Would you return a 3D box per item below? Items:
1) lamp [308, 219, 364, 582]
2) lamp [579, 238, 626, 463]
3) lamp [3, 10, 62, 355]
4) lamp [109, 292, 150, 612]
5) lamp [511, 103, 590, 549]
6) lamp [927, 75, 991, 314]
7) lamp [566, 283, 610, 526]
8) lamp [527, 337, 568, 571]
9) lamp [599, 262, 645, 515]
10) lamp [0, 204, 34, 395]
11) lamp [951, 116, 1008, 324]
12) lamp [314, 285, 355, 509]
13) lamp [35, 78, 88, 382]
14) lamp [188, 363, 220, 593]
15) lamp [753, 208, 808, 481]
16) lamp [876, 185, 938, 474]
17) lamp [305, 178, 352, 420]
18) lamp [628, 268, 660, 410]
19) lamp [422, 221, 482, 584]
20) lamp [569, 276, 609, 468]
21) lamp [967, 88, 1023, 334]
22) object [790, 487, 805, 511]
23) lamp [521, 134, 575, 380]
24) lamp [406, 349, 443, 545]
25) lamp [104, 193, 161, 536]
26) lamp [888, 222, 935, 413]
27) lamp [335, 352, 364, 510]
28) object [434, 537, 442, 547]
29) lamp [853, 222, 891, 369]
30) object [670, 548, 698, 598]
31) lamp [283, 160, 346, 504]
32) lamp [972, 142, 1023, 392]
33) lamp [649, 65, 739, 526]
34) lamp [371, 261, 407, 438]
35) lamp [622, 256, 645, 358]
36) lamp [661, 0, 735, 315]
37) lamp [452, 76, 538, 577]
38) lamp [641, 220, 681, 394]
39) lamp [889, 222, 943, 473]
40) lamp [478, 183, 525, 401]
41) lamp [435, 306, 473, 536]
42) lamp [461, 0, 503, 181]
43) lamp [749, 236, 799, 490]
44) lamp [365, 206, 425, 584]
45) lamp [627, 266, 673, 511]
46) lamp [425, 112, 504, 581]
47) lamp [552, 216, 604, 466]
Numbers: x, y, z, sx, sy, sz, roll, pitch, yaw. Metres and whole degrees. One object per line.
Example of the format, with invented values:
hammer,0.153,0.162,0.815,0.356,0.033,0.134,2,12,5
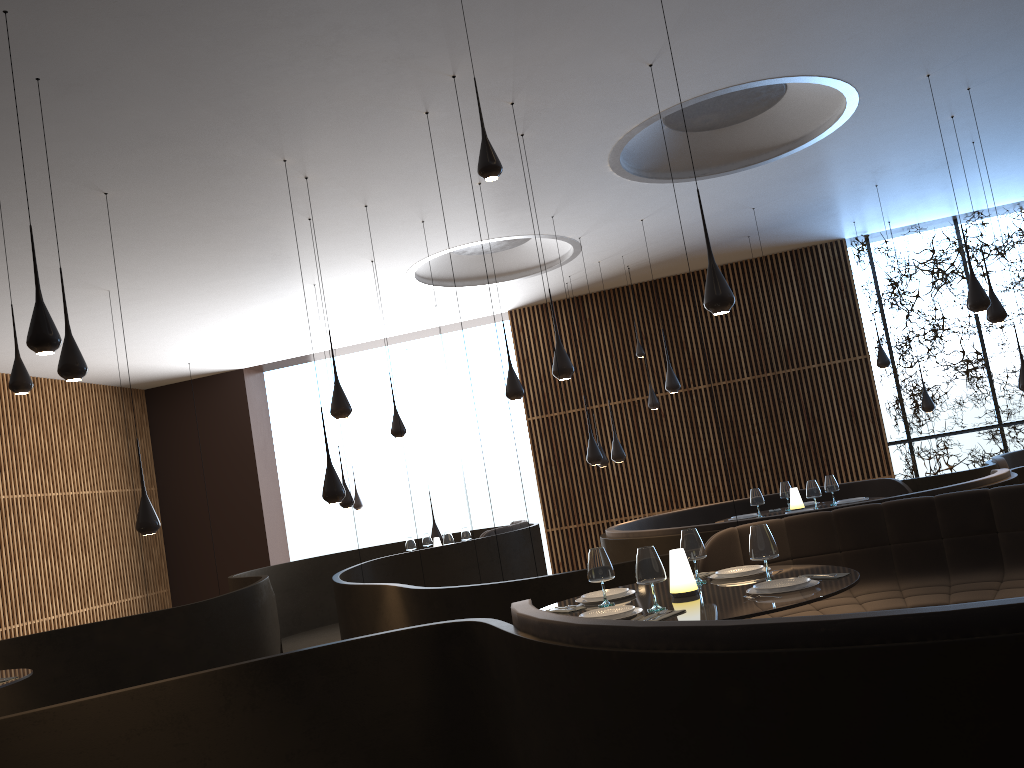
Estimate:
lamp,-1.570,1.374,8.852,0.195,6.261,0.196,-5,-7,-42
lamp,1.125,-0.454,11.410,0.195,2.954,0.196,-6,-6,-32
lamp,-2.059,-0.865,3.749,0.133,1.505,0.133,-9,-5,-2
lamp,-4.273,1.688,10.162,0.196,6.261,0.196,-12,-6,27
lamp,0.519,0.787,6.935,0.196,6.261,0.196,-14,-7,37
lamp,3.987,-1.728,7.995,0.195,2.218,0.196,-5,-7,-42
lamp,1.385,1.478,13.728,0.196,6.261,0.196,-12,-6,20
lamp,0.774,2.311,14.155,0.195,6.261,0.196,-8,-6,-12
lamp,1.794,1.283,12.700,0.196,6.261,0.196,-14,-7,40
lamp,-3.044,-0.677,5.354,0.132,1.495,0.132,-11,-6,18
lamp,4.806,-1.714,9.200,0.195,2.218,0.196,-5,-7,-42
lamp,-2.354,0.144,11.528,0.195,2.954,0.196,-5,-7,-42
lamp,-2.534,-0.871,4.921,0.153,1.732,0.153,-7,-6,-22
lamp,-3.754,2.802,11.429,0.196,6.261,0.196,-12,-6,27
lamp,3.661,0.790,11.241,0.195,6.261,0.196,-6,-6,-32
lamp,5.220,0.516,11.140,0.195,6.261,0.196,-6,-6,-32
lamp,-1.683,-0.780,7.942,0.195,2.218,0.196,-5,-7,-42
lamp,1.992,-0.702,13.610,0.196,2.218,0.196,-14,-7,37
lamp,-0.471,1.274,9.540,0.196,6.261,0.196,-11,-6,18
lamp,1.127,-0.204,13.445,0.196,2.954,0.196,-9,-5,-2
lamp,4.947,0.212,8.301,0.195,6.261,0.196,-5,-7,-42
object,2.869,1.167,8.965,0.145,0.231,0.142,-13,-7,28
lamp,0.276,-1.130,7.797,0.196,2.218,0.196,-10,-5,8
lamp,-1.341,0.928,13.228,0.195,2.954,0.196,-6,-6,-32
lamp,-3.265,-0.196,7.522,0.195,2.954,0.196,-5,-7,-42
lamp,5.998,-1.027,13.402,0.195,2.954,0.196,-5,-7,-42
lamp,-3.005,0.821,16.134,0.196,2.954,0.196,-14,-7,37
object,-1.002,2.185,11.958,0.143,0.231,0.144,-13,-7,33
lamp,5.273,-1.318,13.081,0.195,2.218,0.196,-5,-7,-42
object,0.853,0.953,4.483,0.142,0.231,0.145,-8,-6,-13
lamp,-1.704,-0.465,7.463,0.196,2.954,0.196,-11,-6,18
lamp,5.607,-1.359,10.168,0.196,2.954,0.196,-10,-5,8
lamp,1.607,0.571,6.667,0.195,6.261,0.196,-5,-7,-42
lamp,-1.555,-0.434,10.924,0.195,2.218,0.196,-5,-7,-42
lamp,1.731,-1.120,12.819,0.133,1.505,0.133,-10,-5,8
lamp,1.135,-1.535,5.682,0.195,2.218,0.196,-6,-6,-32
lamp,0.084,0.783,6.312,0.196,6.261,0.196,-9,-5,-2
lamp,1.827,-0.980,11.100,0.196,2.218,0.196,-10,-5,8
lamp,6.292,0.598,13.269,0.196,6.261,0.196,-14,-7,37
lamp,-0.142,-0.928,8.833,0.196,2.218,0.196,-11,-6,18
lamp,-0.696,1.833,13.768,0.195,6.261,0.196,-8,-6,-12
lamp,-0.229,-1.798,4.648,0.133,1.505,0.133,-10,-5,8
lamp,3.986,0.914,12.694,0.195,6.261,0.196,-8,-6,-12
lamp,-0.971,1.260,8.746,0.196,6.261,0.196,-11,-6,18
lamp,2.289,1.269,13.261,0.196,6.261,0.196,-12,-6,20
lamp,-0.168,0.891,6.844,0.196,6.261,0.196,-9,-5,-2
lamp,0.721,-0.522,10.310,0.195,2.954,0.196,-7,-6,-22
